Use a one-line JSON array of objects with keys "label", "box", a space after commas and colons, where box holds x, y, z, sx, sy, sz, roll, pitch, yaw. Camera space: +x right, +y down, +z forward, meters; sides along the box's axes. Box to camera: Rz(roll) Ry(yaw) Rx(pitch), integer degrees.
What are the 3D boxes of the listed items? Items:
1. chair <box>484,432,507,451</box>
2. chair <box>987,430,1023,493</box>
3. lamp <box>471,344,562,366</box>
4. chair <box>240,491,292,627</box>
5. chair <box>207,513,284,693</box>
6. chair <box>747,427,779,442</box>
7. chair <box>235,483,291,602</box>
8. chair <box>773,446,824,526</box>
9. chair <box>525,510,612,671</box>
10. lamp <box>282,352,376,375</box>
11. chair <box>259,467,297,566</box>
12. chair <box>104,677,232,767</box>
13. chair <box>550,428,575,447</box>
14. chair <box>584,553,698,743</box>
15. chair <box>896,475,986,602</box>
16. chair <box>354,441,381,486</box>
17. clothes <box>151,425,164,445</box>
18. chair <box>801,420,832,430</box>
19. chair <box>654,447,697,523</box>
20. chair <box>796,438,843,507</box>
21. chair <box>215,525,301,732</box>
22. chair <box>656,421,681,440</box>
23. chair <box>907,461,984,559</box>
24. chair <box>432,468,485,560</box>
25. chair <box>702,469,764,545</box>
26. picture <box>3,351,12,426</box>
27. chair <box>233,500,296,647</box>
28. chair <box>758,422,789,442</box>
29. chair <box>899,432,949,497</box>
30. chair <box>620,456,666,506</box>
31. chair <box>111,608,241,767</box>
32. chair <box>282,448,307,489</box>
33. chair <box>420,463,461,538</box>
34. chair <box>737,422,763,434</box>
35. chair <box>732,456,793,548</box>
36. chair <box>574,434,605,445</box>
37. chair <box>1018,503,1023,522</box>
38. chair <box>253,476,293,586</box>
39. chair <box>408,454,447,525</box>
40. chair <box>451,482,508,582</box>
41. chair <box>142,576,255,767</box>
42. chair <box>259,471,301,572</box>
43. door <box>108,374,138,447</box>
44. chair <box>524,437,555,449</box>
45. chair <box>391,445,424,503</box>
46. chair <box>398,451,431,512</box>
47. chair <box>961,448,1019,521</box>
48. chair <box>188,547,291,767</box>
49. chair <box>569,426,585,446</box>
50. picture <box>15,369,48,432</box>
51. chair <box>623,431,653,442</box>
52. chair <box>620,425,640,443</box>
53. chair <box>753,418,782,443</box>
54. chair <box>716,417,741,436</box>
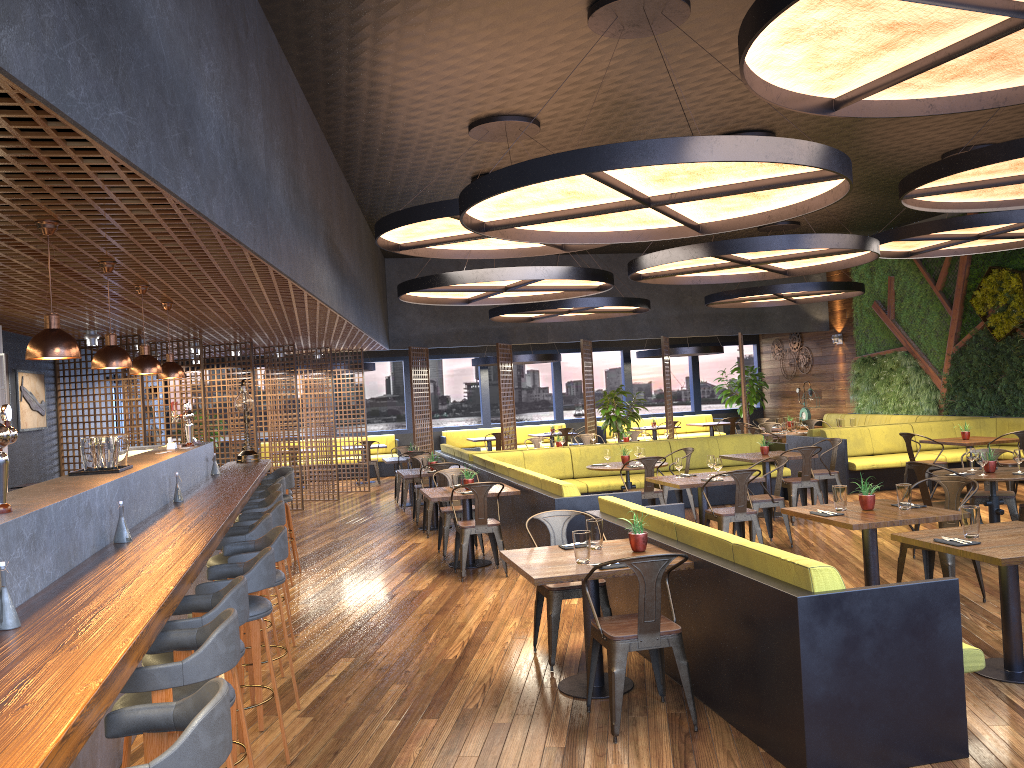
[{"label": "chair", "box": [-0.306, 1.459, 18.535, 0.504, 0.917, 0.541, -3, 0, -12]}, {"label": "chair", "box": [6.336, 1.034, 11.233, 0.504, 0.917, 0.541, -3, 0, -12]}, {"label": "lamp", "box": [0.045, -1.533, 19.541, 1.979, 2.172, 1.979, -3, -1, 32]}, {"label": "chair", "box": [-2.021, 1.392, 7.025, 0.483, 1.048, 0.438, -4, -1, 38]}, {"label": "chair", "box": [-1.728, 1.364, 5.638, 0.438, 1.048, 0.483, -3, -1, -41]}, {"label": "chair", "box": [4.338, 1.177, 15.169, 0.541, 0.917, 0.504, -3, 0, -12]}, {"label": "chair", "box": [-2.196, 1.407, 7.710, 0.438, 1.048, 0.483, -3, 0, 2]}, {"label": "chair", "box": [3.423, 1.188, 10.581, 0.504, 0.917, 0.541, -3, 0, -12]}, {"label": "chair", "box": [0.375, 1.315, 5.800, 0.504, 0.917, 0.541, -3, 0, -12]}, {"label": "lamp", "box": [-3.927, -1.323, 18.651, 1.979, 2.172, 1.979, -3, 0, -6]}, {"label": "chair", "box": [-2.578, 1.445, 9.661, 0.438, 1.048, 0.483, -3, -1, -21]}, {"label": "chair", "box": [-0.902, 1.290, 2.185, 0.438, 1.048, 0.483, -3, -1, -41]}, {"label": "chair", "box": [1.087, 1.386, 18.847, 0.504, 0.917, 0.541, -3, 0, -12]}, {"label": "chair", "box": [0.649, 1.290, 4.567, 0.504, 0.917, 0.541, -3, 0, -12]}, {"label": "chair", "box": [3.190, 1.168, 6.613, 0.541, 0.917, 0.504, -3, -1, -35]}, {"label": "chair", "box": [-2.921, 1.598, 17.950, 0.504, 0.917, 0.541, -3, 0, -12]}, {"label": "clothes", "box": [-7.016, 1.532, 17.719, 0.401, 1.494, 0.423, -3, -1, -17]}, {"label": "chair", "box": [5.615, 1.115, 16.231, 0.504, 0.917, 0.541, -3, 0, -12]}, {"label": "chair", "box": [2.023, 1.269, 11.106, 0.541, 0.917, 0.504, -3, 0, -12]}, {"label": "chair", "box": [3.962, 1.165, 11.365, 0.541, 0.917, 0.504, -3, 0, -12]}, {"label": "chair", "box": [-1.459, 1.344, 4.961, 0.438, 1.048, 0.483, -3, 0, 7]}, {"label": "chair", "box": [3.430, 1.262, 19.371, 0.504, 0.917, 0.541, -3, 0, -12]}, {"label": "chair", "box": [3.909, 1.140, 8.022, 0.541, 0.917, 0.504, -3, 0, -12]}, {"label": "chair", "box": [-0.589, 1.401, 9.711, 0.504, 0.917, 0.541, -3, 0, -12]}, {"label": "chair", "box": [2.086, 1.243, 8.371, 0.504, 0.917, 0.541, -3, 0, -12]}, {"label": "picture", "box": [-5.330, 0.046, 9.108, 0.028, 0.809, 1.039, -3, 0, -13]}, {"label": "chair", "box": [-1.823, 1.375, 6.317, 0.438, 1.048, 0.483, -3, 0, 16]}, {"label": "chair", "box": [4.769, 1.160, 16.042, 0.504, 0.917, 0.541, -3, 0, -12]}, {"label": "chair", "box": [5.474, 1.086, 11.782, 0.541, 0.917, 0.504, -3, 0, -12]}, {"label": "chair", "box": [1.545, 1.289, 10.364, 0.504, 0.917, 0.541, -3, 0, -12]}, {"label": "chair", "box": [-1.124, 1.309, 2.979, 0.438, 1.048, 0.483, -3, -1, -41]}, {"label": "chair", "box": [-4.314, 1.672, 17.638, 0.504, 0.917, 0.541, -3, 0, -12]}, {"label": "chair", "box": [-0.891, 1.429, 11.133, 0.504, 0.917, 0.541, -3, 0, -12]}, {"label": "chair", "box": [4.640, 1.176, 17.063, 0.541, 0.917, 0.504, -3, 0, -12]}, {"label": "chair", "box": [2.605, 1.222, 9.204, 0.541, 0.917, 0.504, -3, 0, -12]}, {"label": "chair", "box": [1.387, 1.341, 15.531, 0.504, 0.917, 0.541, -3, 0, -12]}, {"label": "chair", "box": [4.727, 1.093, 7.701, 0.504, 0.917, 0.541, -3, -1, -31]}, {"label": "chair", "box": [-2.370, 1.423, 8.467, 0.438, 1.048, 0.483, -3, -1, -41]}, {"label": "chair", "box": [-1.161, 1.454, 12.349, 0.504, 0.917, 0.541, -3, 0, -12]}, {"label": "chair", "box": [-0.319, 1.376, 8.496, 0.504, 0.917, 0.541, -3, 0, -12]}, {"label": "chair", "box": [-1.266, 1.321, 3.559, 0.438, 1.048, 0.483, -3, -1, -41]}, {"label": "chair", "box": [-2.440, 1.432, 9.088, 0.438, 1.048, 0.483, -3, 0, 16]}, {"label": "door", "box": [-6.681, 1.040, 15.417, 0.052, 2.386, 2.441, -3, 0, -13]}, {"label": "chair", "box": [0.503, 1.388, 15.333, 0.504, 0.917, 0.541, -3, 0, -12]}, {"label": "chair", "box": [-1.767, 1.510, 14.967, 0.504, 0.917, 0.541, -3, 0, -12]}, {"label": "chair", "box": [-1.501, 1.485, 13.770, 0.504, 0.917, 0.541, -3, 0, -12]}, {"label": "chair", "box": [4.662, 1.104, 8.610, 0.504, 0.917, 0.541, -3, -1, 27]}, {"label": "chair", "box": [-1.340, 1.331, 4.243, 0.438, 1.048, 0.483, -3, 0, 16]}, {"label": "chair", "box": [1.530, 1.368, 19.650, 0.541, 0.917, 0.504, -3, 0, -12]}, {"label": "picture", "box": [-5.605, 0.195, 10.372, 0.028, 0.697, 1.039, -3, 0, -13]}, {"label": "chair", "box": [2.264, 1.295, 15.728, 0.504, 0.917, 0.541, -3, 0, -12]}, {"label": "chair", "box": [2.605, 1.312, 19.953, 0.541, 0.917, 0.504, -3, 0, -12]}, {"label": "chair", "box": [5.188, 1.153, 17.950, 0.504, 0.917, 0.541, -3, 0, -12]}, {"label": "chair", "box": [4.823, 1.188, 19.683, 0.504, 0.917, 0.541, -3, 0, -12]}]
